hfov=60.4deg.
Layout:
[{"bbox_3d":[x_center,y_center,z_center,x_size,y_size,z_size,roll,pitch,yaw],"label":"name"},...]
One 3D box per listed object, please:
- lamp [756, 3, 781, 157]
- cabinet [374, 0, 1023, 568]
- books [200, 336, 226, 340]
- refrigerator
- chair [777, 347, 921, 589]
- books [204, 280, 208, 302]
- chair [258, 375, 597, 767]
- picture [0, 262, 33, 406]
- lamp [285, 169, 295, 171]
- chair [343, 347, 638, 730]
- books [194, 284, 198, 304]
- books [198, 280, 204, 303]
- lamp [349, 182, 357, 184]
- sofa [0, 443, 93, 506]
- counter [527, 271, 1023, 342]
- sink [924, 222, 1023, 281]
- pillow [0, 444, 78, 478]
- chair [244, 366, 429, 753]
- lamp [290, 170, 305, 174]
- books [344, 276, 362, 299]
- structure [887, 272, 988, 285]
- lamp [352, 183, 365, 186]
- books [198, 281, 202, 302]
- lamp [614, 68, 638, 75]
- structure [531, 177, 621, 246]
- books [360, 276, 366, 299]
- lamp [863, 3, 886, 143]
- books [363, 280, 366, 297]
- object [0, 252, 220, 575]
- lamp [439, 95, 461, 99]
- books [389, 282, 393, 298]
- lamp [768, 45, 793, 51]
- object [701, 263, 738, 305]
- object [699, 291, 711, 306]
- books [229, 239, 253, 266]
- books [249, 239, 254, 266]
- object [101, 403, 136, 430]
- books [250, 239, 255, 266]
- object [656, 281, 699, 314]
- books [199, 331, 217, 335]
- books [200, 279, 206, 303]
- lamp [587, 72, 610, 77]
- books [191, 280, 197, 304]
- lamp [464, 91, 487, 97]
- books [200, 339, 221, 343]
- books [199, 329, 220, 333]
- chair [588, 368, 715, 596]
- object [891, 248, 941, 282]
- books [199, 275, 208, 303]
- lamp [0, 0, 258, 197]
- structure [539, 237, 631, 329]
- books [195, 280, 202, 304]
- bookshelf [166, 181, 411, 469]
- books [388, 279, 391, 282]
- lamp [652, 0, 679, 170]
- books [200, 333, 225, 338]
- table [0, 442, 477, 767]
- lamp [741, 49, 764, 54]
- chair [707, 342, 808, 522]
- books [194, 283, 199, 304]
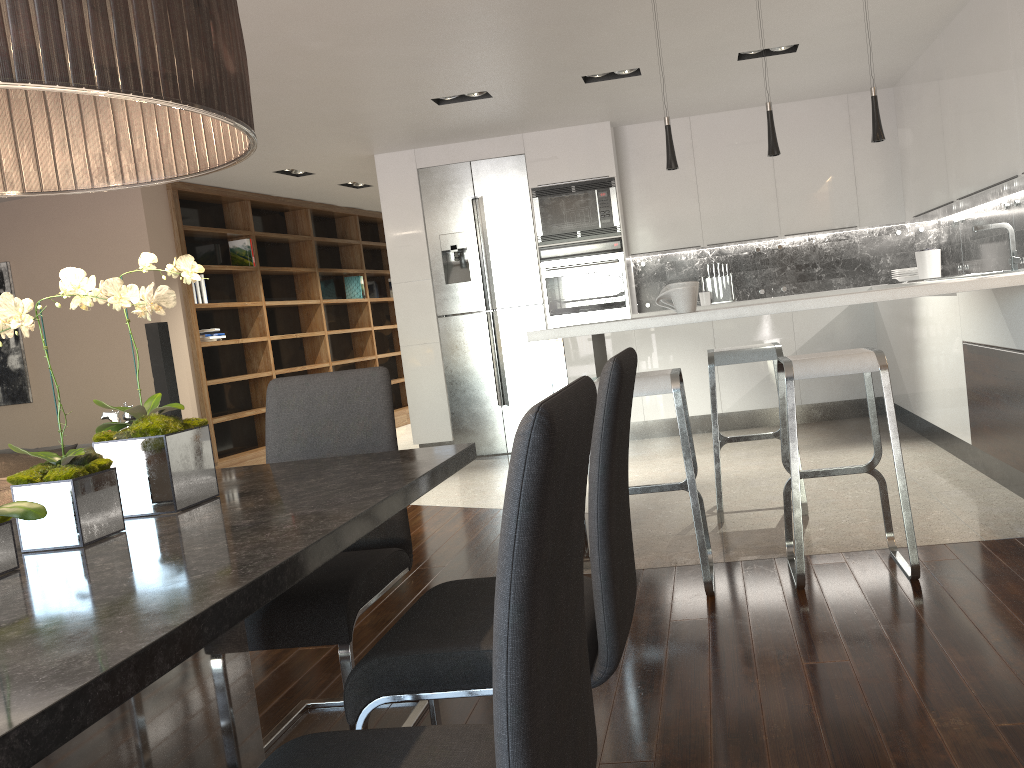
[{"bbox_3d":[1.134,-1.452,3.954,0.057,0.845,0.059,-6,4,10],"label":"lamp"},{"bbox_3d":[0.606,-0.560,4.027,4.375,2.501,7.035,-6,4,11],"label":"cabinet"},{"bbox_3d":[-2.575,-0.386,7.460,0.172,0.019,0.248,-6,4,11],"label":"books"},{"bbox_3d":[-0.119,-0.622,7.302,0.860,2.343,0.592,-7,4,9],"label":"refrigerator"},{"bbox_3d":[1.188,0.287,3.199,0.414,0.800,0.437,-6,4,10],"label":"chair"},{"bbox_3d":[-2.642,-0.781,7.393,0.160,0.233,0.023,-6,4,17],"label":"books"},{"bbox_3d":[-0.143,0.510,1.054,0.563,0.965,0.434,-6,4,9],"label":"chair"},{"bbox_3d":[-4.388,-0.389,7.327,0.729,1.166,0.030,-6,4,17],"label":"picture"},{"bbox_3d":[-1.860,-1.802,7.277,0.186,0.077,0.167,-10,5,-35],"label":"lamp"},{"bbox_3d":[0.009,0.444,1.748,0.563,0.965,0.434,-6,4,9],"label":"chair"},{"bbox_3d":[-2.676,-0.766,7.238,0.160,0.233,0.023,-6,4,17],"label":"books"},{"bbox_3d":[-2.652,-0.771,7.332,0.147,0.222,0.024,-6,4,17],"label":"books"},{"bbox_3d":[-1.511,-1.907,8.208,0.186,0.077,0.167,-10,5,-35],"label":"lamp"},{"bbox_3d":[-3.087,0.809,3.604,2.646,0.704,2.567,-5,4,20],"label":"sofa"},{"bbox_3d":[1.808,-0.522,5.374,2.648,0.041,4.097,-6,4,11],"label":"counter"},{"bbox_3d":[2.683,-0.635,4.878,0.500,0.521,1.172,-6,4,12],"label":"sink"},{"bbox_3d":[-2.519,0.466,3.910,1.105,0.431,2.004,-9,4,-27],"label":"pillow"},{"bbox_3d":[-0.529,0.469,2.304,0.421,0.965,0.581,-6,4,11],"label":"chair"},{"bbox_3d":[-1.796,-1.821,7.449,0.186,0.077,0.168,-9,5,-34],"label":"lamp"},{"bbox_3d":[-1.755,-1.063,9.729,0.195,0.260,0.015,-6,4,17],"label":"books"},{"bbox_3d":[2.947,-0.732,6.084,0.558,0.011,0.634,-6,4,10],"label":"structure"},{"bbox_3d":[-1.446,-1.927,8.380,0.186,0.077,0.168,-9,5,-34],"label":"lamp"},{"bbox_3d":[-2.659,-0.760,7.307,0.150,0.205,0.023,-6,4,17],"label":"books"},{"bbox_3d":[0.708,-1.981,5.488,0.180,0.077,0.174,-7,4,-7],"label":"lamp"},{"bbox_3d":[0.567,-1.378,7.188,0.650,0.450,0.622,-6,4,10],"label":"structure"},{"bbox_3d":[-1.727,-1.060,9.744,0.188,0.245,0.029,-6,4,17],"label":"books"},{"bbox_3d":[1.584,-1.501,3.900,0.057,0.845,0.059,-6,4,10],"label":"lamp"},{"bbox_3d":[-1.709,-1.054,9.794,0.145,0.223,0.024,-6,4,17],"label":"books"},{"bbox_3d":[-0.717,0.011,1.523,0.307,0.501,0.580,-6,4,8],"label":"object"},{"bbox_3d":[-0.412,-1.858,5.621,0.174,0.077,0.180,-6,4,10],"label":"lamp"},{"bbox_3d":[-1.398,-1.137,10.596,0.150,0.205,0.023,-6,4,17],"label":"books"},{"bbox_3d":[1.649,-2.084,5.374,0.183,0.077,0.170,-8,4,-19],"label":"lamp"},{"bbox_3d":[1.682,-0.823,7.189,0.285,0.336,0.061,-6,4,11],"label":"object"},{"bbox_3d":[1.565,-0.695,7.128,0.096,0.117,0.087,-9,5,-31],"label":"object"},{"bbox_3d":[-2.449,-1.174,7.946,0.187,0.248,0.044,-6,4,18],"label":"books"},{"bbox_3d":[-2.436,-1.180,7.977,0.172,0.251,0.024,-6,4,17],"label":"books"},{"bbox_3d":[-2.205,0.250,5.056,0.295,0.288,0.274,-8,4,-20],"label":"object"},{"bbox_3d":[-2.428,-1.183,7.999,0.172,0.251,0.024,-6,4,17],"label":"books"},{"bbox_3d":[0.722,-0.373,3.808,0.184,0.133,0.446,-6,4,13],"label":"object"},{"bbox_3d":[-2.635,-0.424,7.467,0.143,0.023,0.227,-6,4,17],"label":"books"},{"bbox_3d":[-2.634,-0.767,7.350,0.150,0.205,0.021,-6,4,17],"label":"books"},{"bbox_3d":[0.532,-1.961,5.508,0.174,0.077,0.180,-6,4,10],"label":"lamp"},{"bbox_3d":[-2.680,-0.770,7.216,0.169,0.244,0.019,-6,4,17],"label":"books"},{"bbox_3d":[-0.236,-1.877,5.600,0.180,0.077,0.174,-7,4,-7],"label":"lamp"},{"bbox_3d":[-2.572,-0.367,7.480,0.158,0.022,0.201,-7,4,-9],"label":"books"},{"bbox_3d":[-2.582,-0.452,7.473,0.158,0.020,0.201,-7,4,-9],"label":"books"},{"bbox_3d":[0.501,0.363,3.281,0.414,0.800,0.437,-6,4,10],"label":"chair"},{"bbox_3d":[3.143,-0.921,6.857,0.344,0.234,0.569,-5,4,20],"label":"object"},{"bbox_3d":[-2.646,-0.785,7.371,0.169,0.244,0.019,-6,4,17],"label":"books"},{"bbox_3d":[-0.907,-0.916,1.380,0.765,1.103,0.842,-4,5,34],"label":"lamp"},{"bbox_3d":[0.629,-0.814,7.183,0.655,0.651,0.660,-6,4,10],"label":"structure"},{"bbox_3d":[-2.650,-0.760,7.278,0.150,0.205,0.021,-6,4,17],"label":"books"},{"bbox_3d":[-1.515,-0.741,10.304,0.281,2.491,6.765,-6,4,21],"label":"bookshelf"},{"bbox_3d":[-1.395,-1.158,10.615,0.169,0.244,0.019,-6,4,17],"label":"books"},{"bbox_3d":[0.684,-1.403,4.007,0.057,0.845,0.059,-6,4,10],"label":"lamp"},{"bbox_3d":[-2.584,-0.407,7.463,0.157,0.023,0.240,-5,4,21],"label":"books"},{"bbox_3d":[-0.724,0.652,1.482,1.023,0.760,1.629,-6,4,11],"label":"table"},{"bbox_3d":[1.473,-2.065,5.395,0.182,0.077,0.172,-8,4,-14],"label":"lamp"},{"bbox_3d":[1.155,0.219,4.238,0.414,0.800,0.437,-6,4,10],"label":"chair"},{"bbox_3d":[-2.667,-0.764,7.260,0.147,0.222,0.024,-6,4,17],"label":"books"}]
